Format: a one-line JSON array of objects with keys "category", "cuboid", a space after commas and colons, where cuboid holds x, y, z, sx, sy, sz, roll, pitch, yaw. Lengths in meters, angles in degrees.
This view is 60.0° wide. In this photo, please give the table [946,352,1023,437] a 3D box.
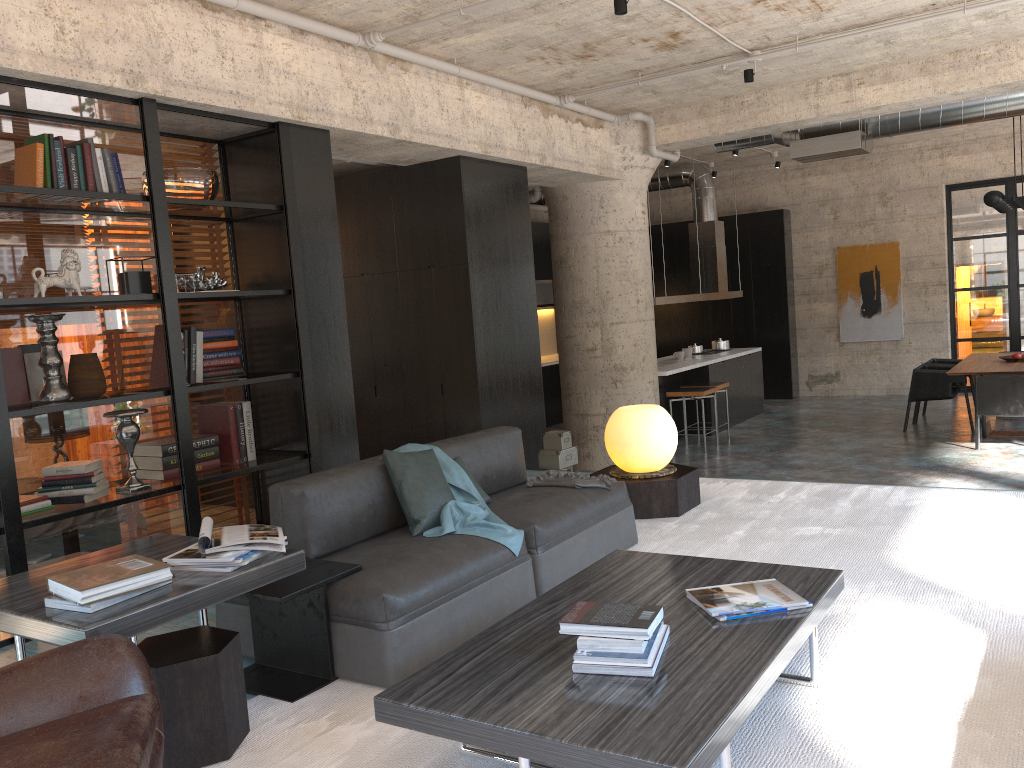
[{"category": "table", "cuboid": [5.846, 0.107, 10.131, 1.299, 0.756, 2.410, -1, 6, 33]}]

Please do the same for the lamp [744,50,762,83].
[{"category": "lamp", "cuboid": [1.902, -2.507, 7.008, 0.141, 0.215, 0.107, -3, 5, 16]}]

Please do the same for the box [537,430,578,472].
[{"category": "box", "cuboid": [0.385, 0.616, 7.387, 0.280, 0.441, 0.331, -2, 5, 22]}]

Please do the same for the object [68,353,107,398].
[{"category": "object", "cuboid": [-2.274, -0.047, 4.735, 0.190, 0.230, 0.189, -5, 5, -12]}]

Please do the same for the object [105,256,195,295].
[{"category": "object", "cuboid": [-1.949, -0.585, 4.819, 0.200, 0.200, 0.409, 0, 7, 43]}]

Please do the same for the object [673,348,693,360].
[{"category": "object", "cuboid": [2.288, -0.406, 11.838, 0.188, 0.133, 0.437, -1, 6, 34]}]

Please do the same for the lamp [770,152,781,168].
[{"category": "lamp", "cuboid": [3.906, -3.312, 13.138, 0.145, 0.236, 0.107, -3, 5, 16]}]

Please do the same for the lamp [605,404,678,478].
[{"category": "lamp", "cuboid": [0.821, 0.352, 5.642, 0.462, 0.417, 0.462, -7, 6, -29]}]

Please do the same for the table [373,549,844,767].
[{"category": "table", "cuboid": [0.416, 0.910, 2.800, 0.900, 0.309, 1.500, -1, 6, 33]}]

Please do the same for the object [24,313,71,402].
[{"category": "object", "cuboid": [-2.369, -0.134, 4.549, 0.192, 0.447, 0.191, -5, 5, -9]}]

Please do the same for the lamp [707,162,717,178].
[{"category": "lamp", "cuboid": [3.086, -3.294, 13.671, 0.145, 0.236, 0.107, -3, 5, 16]}]

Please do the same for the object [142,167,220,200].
[{"category": "object", "cuboid": [-1.949, -1.139, 5.242, 0.430, 0.217, 0.434, -1, 6, 36]}]

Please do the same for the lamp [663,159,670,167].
[{"category": "lamp", "cuboid": [2.086, -3.080, 12.107, 0.145, 0.236, 0.107, -3, 5, 16]}]

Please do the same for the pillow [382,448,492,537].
[{"category": "pillow", "cuboid": [-0.314, 0.466, 4.156, 0.320, 0.393, 0.670, 0, 6, 39]}]

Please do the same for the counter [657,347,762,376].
[{"category": "counter", "cuboid": [2.263, -0.303, 11.703, 1.000, 0.046, 3.500, -1, 6, 33]}]

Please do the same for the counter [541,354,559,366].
[{"category": "counter", "cuboid": [0.026, -0.223, 13.358, 1.000, 0.142, 4.360, -1, 6, 33]}]

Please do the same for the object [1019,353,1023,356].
[{"category": "object", "cuboid": [5.829, -0.319, 10.106, 0.110, 0.082, 0.088, -6, 5, -17]}]

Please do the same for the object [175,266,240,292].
[{"category": "object", "cuboid": [-1.870, -0.625, 5.360, 0.323, 0.177, 0.322, -1, 6, 33]}]

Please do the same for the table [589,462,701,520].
[{"category": "table", "cuboid": [0.751, 0.693, 5.526, 0.616, 0.230, 1.044, -1, 6, 33]}]

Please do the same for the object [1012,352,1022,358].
[{"category": "object", "cuboid": [5.775, -0.316, 10.057, 0.219, 0.097, 0.100, -6, 5, -13]}]

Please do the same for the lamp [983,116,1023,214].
[{"category": "lamp", "cuboid": [5.641, -2.626, 9.886, 0.583, 1.327, 1.813, -1, 6, 33]}]

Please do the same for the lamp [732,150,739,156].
[{"category": "lamp", "cuboid": [2.889, -3.097, 11.585, 0.145, 0.236, 0.107, -3, 5, 16]}]

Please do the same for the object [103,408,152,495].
[{"category": "object", "cuboid": [-1.999, 0.354, 4.644, 0.218, 0.433, 0.218, -2, 5, 25]}]

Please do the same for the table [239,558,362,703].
[{"category": "table", "cuboid": [-0.856, 0.924, 3.411, 0.420, 0.390, 0.413, -1, 6, 33]}]

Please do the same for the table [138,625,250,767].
[{"category": "table", "cuboid": [-1.045, 1.004, 2.850, 0.316, 0.340, 0.365, -4, 5, 3]}]

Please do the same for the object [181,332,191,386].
[{"category": "object", "cuboid": [-1.862, -0.136, 4.948, 0.099, 0.301, 0.099, -2, 5, 27]}]

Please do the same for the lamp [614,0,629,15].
[{"category": "lamp", "cuboid": [0.649, -2.246, 5.084, 0.141, 0.215, 0.107, -3, 5, 16]}]

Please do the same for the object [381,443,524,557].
[{"category": "object", "cuboid": [-0.344, 0.527, 4.178, 0.444, 0.438, 0.985, -7, 6, -30]}]

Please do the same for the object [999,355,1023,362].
[{"category": "object", "cuboid": [5.781, -0.305, 10.082, 0.435, 0.079, 0.435, -6, 5, -20]}]

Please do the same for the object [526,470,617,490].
[{"category": "object", "cuboid": [0.352, 0.556, 4.807, 0.433, 0.185, 0.429, -2, 6, 29]}]

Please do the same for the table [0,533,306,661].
[{"category": "table", "cuboid": [-1.238, 0.902, 2.948, 0.800, 0.570, 0.800, -1, 6, 33]}]

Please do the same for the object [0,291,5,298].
[{"category": "object", "cuboid": [-2.570, -0.583, 4.251, 0.180, 0.394, 0.178, -2, 5, 27]}]

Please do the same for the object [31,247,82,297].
[{"category": "object", "cuboid": [-2.371, -0.574, 4.618, 0.131, 0.280, 0.252, 0, 6, 41]}]
